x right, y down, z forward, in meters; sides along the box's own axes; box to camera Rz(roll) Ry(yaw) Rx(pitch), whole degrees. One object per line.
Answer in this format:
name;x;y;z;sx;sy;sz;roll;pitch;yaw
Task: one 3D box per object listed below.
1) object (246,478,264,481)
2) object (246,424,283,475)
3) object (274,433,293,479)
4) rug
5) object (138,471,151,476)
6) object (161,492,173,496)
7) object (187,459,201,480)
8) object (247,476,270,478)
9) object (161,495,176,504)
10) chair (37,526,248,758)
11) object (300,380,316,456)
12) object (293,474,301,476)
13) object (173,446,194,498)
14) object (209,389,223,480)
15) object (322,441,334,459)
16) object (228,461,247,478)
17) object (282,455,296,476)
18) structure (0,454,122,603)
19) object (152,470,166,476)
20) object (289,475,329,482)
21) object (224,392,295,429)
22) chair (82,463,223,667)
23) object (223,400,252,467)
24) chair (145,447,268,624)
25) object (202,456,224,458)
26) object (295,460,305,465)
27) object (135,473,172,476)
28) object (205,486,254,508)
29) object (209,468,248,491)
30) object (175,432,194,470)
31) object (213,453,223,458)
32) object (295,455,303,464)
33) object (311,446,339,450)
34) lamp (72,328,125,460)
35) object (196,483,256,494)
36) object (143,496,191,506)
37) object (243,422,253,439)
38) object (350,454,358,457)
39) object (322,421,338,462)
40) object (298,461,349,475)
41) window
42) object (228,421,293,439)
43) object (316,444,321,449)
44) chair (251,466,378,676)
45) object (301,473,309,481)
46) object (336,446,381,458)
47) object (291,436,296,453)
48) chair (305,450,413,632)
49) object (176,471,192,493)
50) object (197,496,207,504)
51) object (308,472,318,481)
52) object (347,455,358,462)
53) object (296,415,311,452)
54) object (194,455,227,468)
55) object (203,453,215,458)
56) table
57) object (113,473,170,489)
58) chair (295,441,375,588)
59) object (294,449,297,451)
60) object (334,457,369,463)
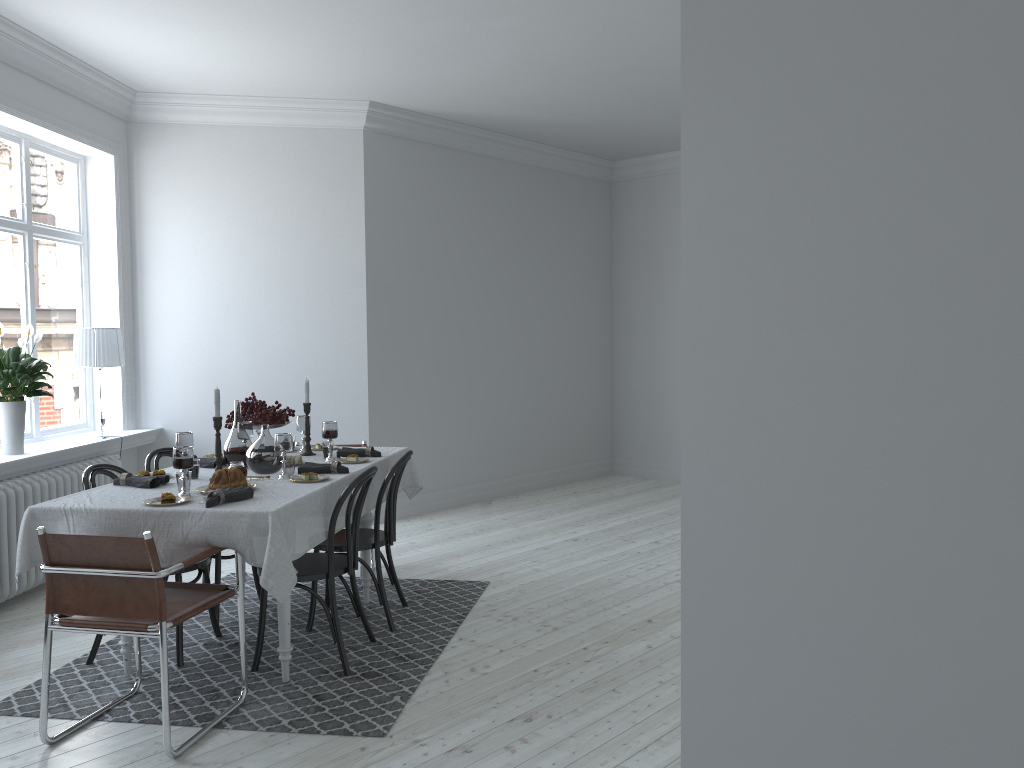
object;-1.247;0.450;4.184;0.150;0.009;0.075;-1;3;-14
object;-1.215;0.323;4.376;0.194;0.245;0.194;1;3;25
object;-1.087;0.344;4.224;0.083;0.215;0.083;-3;4;-44
rug;-1.148;1.266;4.520;1.701;0.021;2.166;0;3;9
object;-1.767;0.437;4.258;0.036;0.039;0.051;0;3;18
object;-1.414;0.465;3.639;0.051;0.039;0.036;-1;3;-9
object;-1.520;0.408;4.231;0.066;0.094;0.066;1;3;30
object;-1.228;0.435;4.190;0.167;0.031;0.031;-1;3;-14
object;-1.390;0.466;3.587;0.057;0.041;0.038;-1;3;-15
chair;-1.420;0.918;3.448;0.546;0.837;0.593;0;3;13
object;-1.169;0.191;5.066;0.089;0.432;0.089;-2;3;-26
object;-0.994;0.441;4.274;0.131;0.012;0.031;0;3;9
object;-1.383;0.373;3.736;0.083;0.215;0.083;-3;4;-44
object;-1.392;0.238;4.198;0.089;0.432;0.089;-2;3;-26
object;-1.022;0.367;4.919;0.066;0.094;0.066;1;3;30
object;-1.263;0.409;4.075;0.091;0.101;0.091;-1;3;-4
object;-1.086;0.398;4.325;0.066;0.094;0.066;1;3;30
structure;-2.846;0.899;5.352;0.245;0.753;1.710;0;3;4
object;-1.702;0.433;4.280;0.057;0.041;0.038;-1;3;-7
object;-0.949;0.446;4.159;0.182;0.013;0.182;-3;4;-34
object;-1.433;0.150;5.080;0.347;0.215;0.318;0;3;4
chair;-1.751;0.842;4.301;0.564;0.909;0.463;0;3;5
object;-1.421;0.260;4.606;0.152;0.352;0.152;-1;3;2
chair;-1.695;0.811;4.876;0.564;0.909;0.463;0;3;20
object;-1.642;0.416;4.885;0.182;0.013;0.182;2;4;41
object;-1.223;0.421;4.682;0.251;0.018;0.251;2;4;41
object;-1.735;0.449;4.271;0.182;0.013;0.182;2;4;41
object;-1.149;0.454;3.623;0.165;0.061;0.247;-1;3;-9
object;-1.242;0.420;3.887;0.164;0.105;0.191;-2;3;-29
object;-1.597;0.345;4.329;0.083;0.215;0.083;-3;4;-44
object;-1.623;0.403;4.875;0.039;0.040;0.078;0;3;16
object;-1.136;0.397;4.661;0.039;0.040;0.078;0;3;16
object;-1.135;0.387;5.339;0.182;0.013;0.182;-3;4;-39
lamp;-2.842;0.280;6.133;0.335;1.331;0.335;1;3;29
object;-1.252;0.462;3.890;0.251;0.018;0.251;2;4;41
object;-1.405;0.479;3.613;0.182;0.013;0.182;2;4;41
object;-1.458;0.316;4.851;0.083;0.215;0.083;2;4;37
object;-0.855;0.399;4.796;0.051;0.039;0.036;-1;3;-9
object;-0.988;0.313;4.817;0.083;0.215;0.083;-3;4;-44
object;-0.934;0.410;4.413;0.247;0.061;0.165;-1;3;-9
window;-3.244;-0.609;5.565;0.061;2.080;2.079;0;3;4
object;-1.440;0.316;5.081;0.367;0.188;0.367;-1;3;-7
object;-1.162;0.375;5.321;0.021;0.037;0.057;-2;3;-28
chair;-0.910;0.840;4.166;0.564;0.909;0.463;0;3;5
object;-0.967;0.434;4.149;0.021;0.037;0.057;-2;3;-30
object;-0.864;0.379;5.012;0.247;0.061;0.165;-1;3;-9
object;-1.302;0.355;5.199;0.066;0.094;0.066;1;3;30
chair;-0.804;0.809;4.726;0.564;0.909;0.463;-1;3;0
object;-1.417;0.427;3.830;0.066;0.094;0.066;1;3;30
object;-1.264;0.476;3.643;0.031;0.012;0.131;-1;3;-6
object;-0.936;0.433;4.158;0.057;0.037;0.021;1;3;32
object;-0.855;0.401;4.756;0.057;0.037;0.021;1;3;22
object;-1.226;0.294;5.224;0.083;0.215;0.083;-3;4;-44
object;-1.620;0.406;4.639;0.247;0.061;0.165;-1;3;-9
object;-1.665;0.404;4.883;0.040;0.039;0.077;0;3;11
table;-1.278;0.856;4.494;1.210;0.842;2.179;0;3;8
object;-1.703;0.438;4.031;0.247;0.061;0.165;-1;3;-9
chair;-1.165;0.807;5.553;0.546;0.837;0.593;-1;3;-4
object;-1.288;0.390;5.317;0.031;0.012;0.131;0;3;4
object;-0.862;0.414;4.768;0.182;0.013;0.182;-3;4;-34
